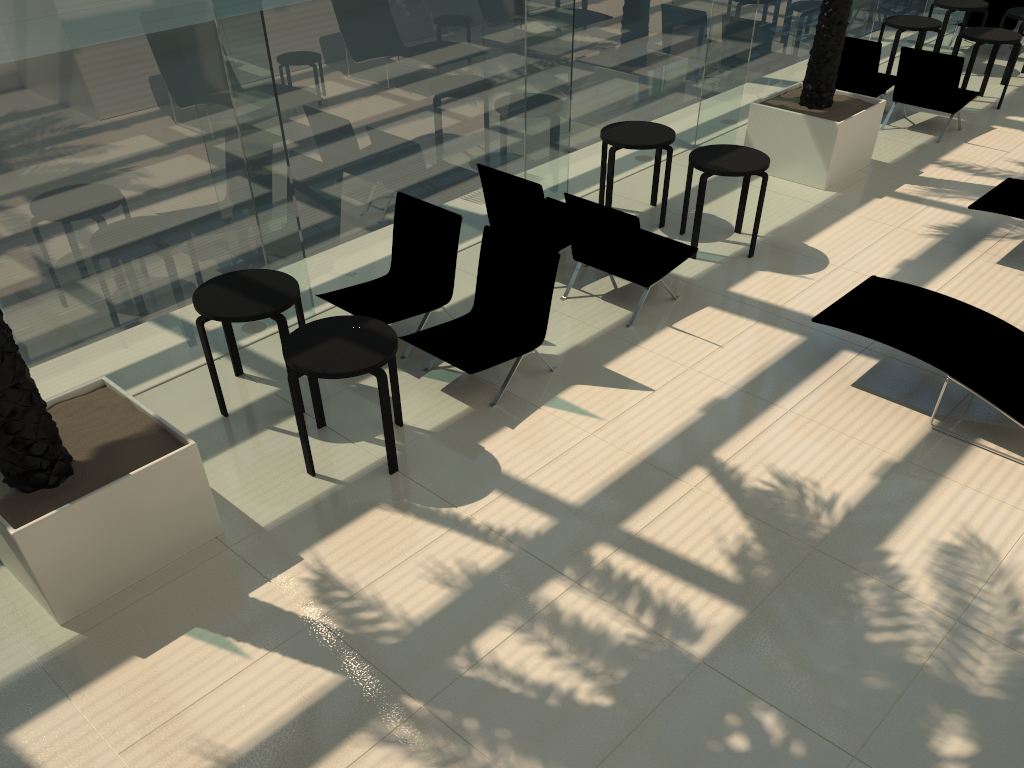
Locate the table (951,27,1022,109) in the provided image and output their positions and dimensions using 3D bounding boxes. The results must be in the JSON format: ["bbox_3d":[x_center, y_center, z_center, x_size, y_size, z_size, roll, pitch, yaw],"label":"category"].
[{"bbox_3d":[5.757,-3.873,10.728,0.679,0.847,0.622,-6,38,-7],"label":"table"}]

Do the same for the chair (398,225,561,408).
[{"bbox_3d":[-0.229,-0.444,6.044,0.686,0.964,0.848,30,47,33],"label":"chair"}]

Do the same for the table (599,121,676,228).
[{"bbox_3d":[1.146,-1.949,8.174,0.679,0.847,0.622,-6,38,-7],"label":"table"}]

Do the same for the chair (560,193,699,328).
[{"bbox_3d":[0.951,-1.121,6.949,0.686,0.964,0.848,30,47,33],"label":"chair"}]

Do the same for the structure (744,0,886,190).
[{"bbox_3d":[3.023,-5.296,6.990,4.673,7.608,4.206,24,44,28],"label":"structure"}]

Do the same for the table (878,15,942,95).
[{"bbox_3d":[5.049,-4.227,11.218,0.679,0.847,0.622,-6,38,-7],"label":"table"}]

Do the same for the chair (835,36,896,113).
[{"bbox_3d":[4.190,-3.751,10.478,0.686,0.964,0.848,30,47,33],"label":"chair"}]

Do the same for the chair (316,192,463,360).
[{"bbox_3d":[-0.909,-0.785,6.516,0.686,0.964,0.848,30,47,33],"label":"chair"}]

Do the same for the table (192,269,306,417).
[{"bbox_3d":[-1.724,-0.266,5.925,0.680,0.847,0.621,0,38,1],"label":"table"}]

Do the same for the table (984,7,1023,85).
[{"bbox_3d":[6.749,-4.445,11.492,0.680,0.847,0.621,-3,38,-3],"label":"table"}]

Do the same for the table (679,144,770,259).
[{"bbox_3d":[1.854,-1.594,7.683,0.679,0.847,0.622,-6,38,-7],"label":"table"}]

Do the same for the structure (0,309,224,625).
[{"bbox_3d":[-2.606,-2.030,2.628,4.405,7.608,4.458,13,40,17],"label":"structure"}]

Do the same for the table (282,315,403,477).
[{"bbox_3d":[-1.016,0.089,5.434,0.680,0.847,0.621,0,38,1],"label":"table"}]

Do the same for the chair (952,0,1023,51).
[{"bbox_3d":[6.856,-5.318,12.573,0.686,0.964,0.848,30,47,33],"label":"chair"}]

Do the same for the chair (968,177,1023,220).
[{"bbox_3d":[4.946,-1.445,7.079,1.955,1.256,0.880,28,46,32],"label":"chair"}]

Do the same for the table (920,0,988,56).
[{"bbox_3d":[6.041,-4.800,11.982,0.680,0.847,0.621,-3,38,-3],"label":"table"}]

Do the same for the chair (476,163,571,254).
[{"bbox_3d":[0.271,-1.462,7.420,0.686,0.964,0.848,30,47,33],"label":"chair"}]

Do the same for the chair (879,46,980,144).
[{"bbox_3d":[4.871,-3.410,10.006,0.686,0.964,0.848,30,47,33],"label":"chair"}]

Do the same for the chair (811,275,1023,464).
[{"bbox_3d":[3.119,-0.378,5.654,1.955,1.256,0.880,28,46,32],"label":"chair"}]

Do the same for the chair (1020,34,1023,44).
[{"bbox_3d":[7.536,-4.977,12.101,0.686,0.964,0.848,30,47,33],"label":"chair"}]
